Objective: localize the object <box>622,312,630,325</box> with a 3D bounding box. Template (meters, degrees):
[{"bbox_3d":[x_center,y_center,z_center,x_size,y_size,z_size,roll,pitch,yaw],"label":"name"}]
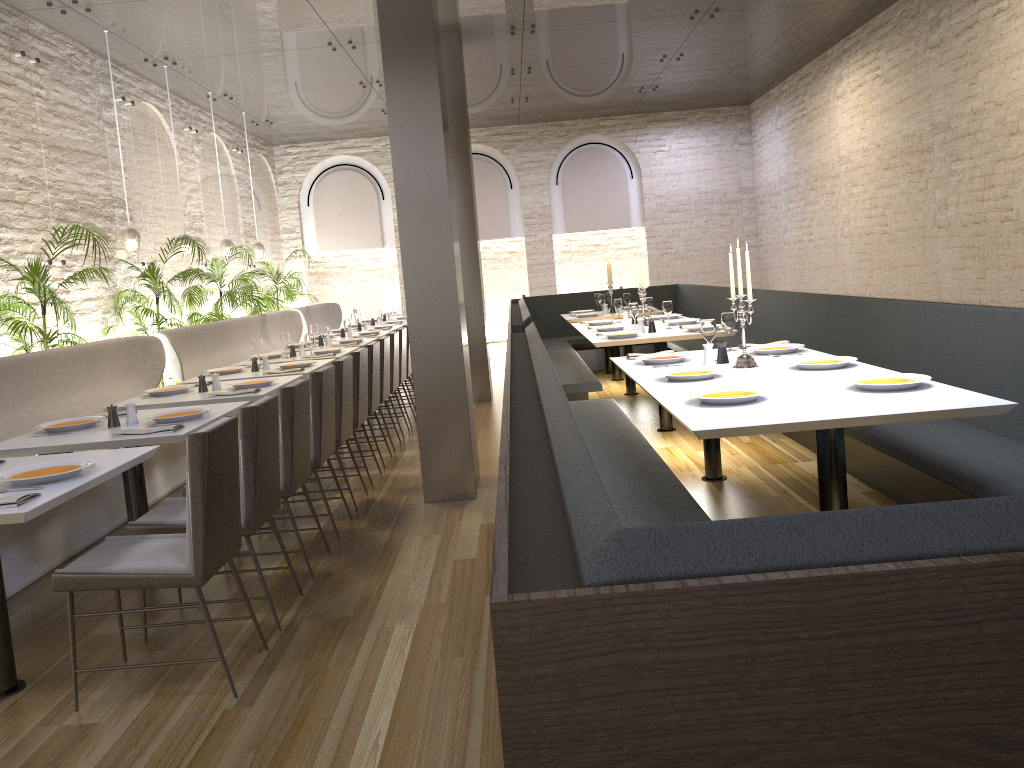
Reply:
[{"bbox_3d":[1.061,-0.610,8.269,0.069,0.126,0.069,-5,5,-6],"label":"object"}]

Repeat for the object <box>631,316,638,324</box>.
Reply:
[{"bbox_3d":[1.143,-0.617,8.265,0.069,0.126,0.069,-5,5,-6],"label":"object"}]

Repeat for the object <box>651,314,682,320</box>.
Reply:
[{"bbox_3d":[1.493,-0.647,8.602,0.322,0.036,0.323,-5,7,-4],"label":"object"}]

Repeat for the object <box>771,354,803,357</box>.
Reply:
[{"bbox_3d":[1.492,-0.160,4.824,0.181,0.015,0.038,-5,7,2],"label":"object"}]

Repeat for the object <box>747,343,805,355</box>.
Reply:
[{"bbox_3d":[1.495,-0.193,5.027,0.321,0.036,0.323,-2,8,20],"label":"object"}]

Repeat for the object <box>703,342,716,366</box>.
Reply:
[{"bbox_3d":[1.049,-0.159,4.724,0.069,0.126,0.069,-5,5,-6],"label":"object"}]

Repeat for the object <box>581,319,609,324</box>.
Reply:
[{"bbox_3d":[0.834,-0.629,8.958,0.273,0.033,0.143,-5,7,0],"label":"object"}]

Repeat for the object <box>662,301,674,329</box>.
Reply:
[{"bbox_3d":[1.300,-0.575,7.377,0.086,0.230,0.086,0,7,42],"label":"object"}]

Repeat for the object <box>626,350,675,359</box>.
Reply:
[{"bbox_3d":[0.836,-0.179,5.365,0.273,0.033,0.143,-5,7,0],"label":"object"}]

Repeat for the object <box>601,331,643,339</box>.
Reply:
[{"bbox_3d":[0.862,-0.382,6.937,0.321,0.036,0.323,-5,7,-2],"label":"object"}]

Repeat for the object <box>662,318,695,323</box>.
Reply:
[{"bbox_3d":[1.520,-0.578,8.097,0.273,0.033,0.143,-5,7,0],"label":"object"}]

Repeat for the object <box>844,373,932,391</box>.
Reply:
[{"bbox_3d":[1.496,-0.003,3.530,0.322,0.036,0.322,-8,8,-23],"label":"object"}]

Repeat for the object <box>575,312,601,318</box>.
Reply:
[{"bbox_3d":[0.860,-0.782,10.094,0.322,0.036,0.322,-8,8,-23],"label":"object"}]

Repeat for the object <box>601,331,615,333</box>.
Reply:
[{"bbox_3d":[0.854,-0.447,7.542,0.185,0.010,0.017,-5,7,0],"label":"object"}]

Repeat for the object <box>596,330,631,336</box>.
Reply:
[{"bbox_3d":[0.835,-0.416,7.281,0.273,0.033,0.143,-5,7,0],"label":"object"}]

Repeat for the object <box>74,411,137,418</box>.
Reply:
[{"bbox_3d":[-2.160,0.166,4.717,0.273,0.033,0.143,-5,7,0],"label":"object"}]

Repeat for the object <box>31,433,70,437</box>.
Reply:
[{"bbox_3d":[-2.182,0.238,4.193,0.185,0.010,0.017,-5,7,0],"label":"object"}]

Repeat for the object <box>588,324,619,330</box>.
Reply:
[{"bbox_3d":[0.835,-0.520,8.101,0.273,0.033,0.143,-5,7,0],"label":"object"}]

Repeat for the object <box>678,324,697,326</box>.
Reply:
[{"bbox_3d":[1.490,-0.507,7.560,0.181,0.015,0.038,-5,7,2],"label":"object"}]

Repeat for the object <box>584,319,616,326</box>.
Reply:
[{"bbox_3d":[0.861,-0.594,8.608,0.322,0.036,0.323,-5,7,-4],"label":"object"}]

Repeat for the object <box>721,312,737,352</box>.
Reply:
[{"bbox_3d":[1.301,-0.313,5.312,0.086,0.230,0.087,-4,5,12],"label":"object"}]

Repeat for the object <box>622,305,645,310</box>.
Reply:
[{"bbox_3d":[1.491,-0.930,10.831,0.322,0.036,0.322,-11,10,-41],"label":"object"}]

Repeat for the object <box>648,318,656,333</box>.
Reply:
[{"bbox_3d":[1.125,-0.472,7.136,0.068,0.126,0.069,-2,6,32],"label":"object"}]

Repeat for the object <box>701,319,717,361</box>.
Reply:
[{"bbox_3d":[1.090,-0.241,4.889,0.086,0.230,0.087,-4,5,12],"label":"object"}]

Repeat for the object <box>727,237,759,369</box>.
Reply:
[{"bbox_3d":[1.162,-0.412,4.487,0.131,0.654,0.392,-4,6,11],"label":"object"}]

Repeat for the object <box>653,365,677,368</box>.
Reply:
[{"bbox_3d":[0.855,-0.100,4.806,0.185,0.010,0.017,-5,7,0],"label":"object"}]

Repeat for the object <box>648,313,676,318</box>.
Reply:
[{"bbox_3d":[1.520,-0.687,8.953,0.273,0.033,0.143,-5,7,0],"label":"object"}]

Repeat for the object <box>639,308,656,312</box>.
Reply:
[{"bbox_3d":[1.492,-0.836,10.087,0.322,0.036,0.322,-8,8,-23],"label":"object"}]

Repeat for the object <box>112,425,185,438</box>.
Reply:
[{"bbox_3d":[-1.643,0.211,4.012,0.273,0.033,0.143,-5,7,0],"label":"object"}]

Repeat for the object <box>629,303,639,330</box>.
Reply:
[{"bbox_3d":[1.045,-0.577,7.563,0.086,0.230,0.087,-5,5,1],"label":"object"}]

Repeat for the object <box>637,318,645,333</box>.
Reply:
[{"bbox_3d":[1.044,-0.471,7.186,0.068,0.126,0.069,-3,6,23],"label":"object"}]

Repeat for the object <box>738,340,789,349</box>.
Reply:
[{"bbox_3d":[1.521,-0.237,5.360,0.273,0.033,0.143,-5,7,0],"label":"object"}]

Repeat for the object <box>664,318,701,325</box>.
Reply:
[{"bbox_3d":[1.493,-0.540,7.755,0.321,0.036,0.323,-2,8,20],"label":"object"}]

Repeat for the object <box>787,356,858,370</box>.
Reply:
[{"bbox_3d":[1.495,-0.097,4.270,0.322,0.036,0.322,-8,8,-23],"label":"object"}]

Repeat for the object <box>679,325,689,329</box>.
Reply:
[{"bbox_3d":[1.521,-0.474,7.276,0.273,0.033,0.143,-5,7,0],"label":"object"}]

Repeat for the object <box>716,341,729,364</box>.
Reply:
[{"bbox_3d":[1.127,-0.169,4.747,0.069,0.126,0.069,-5,5,-6],"label":"object"}]

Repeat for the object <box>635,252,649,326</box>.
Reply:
[{"bbox_3d":[1.160,-0.847,7.920,0.131,0.654,0.392,-4,6,11],"label":"object"}]

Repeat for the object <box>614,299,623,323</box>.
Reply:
[{"bbox_3d":[1.044,-0.716,8.659,0.086,0.230,0.087,-4,5,12],"label":"object"}]

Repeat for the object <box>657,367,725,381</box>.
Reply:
[{"bbox_3d":[0.863,-0.044,4.276,0.322,0.036,0.322,-8,8,-23],"label":"object"}]

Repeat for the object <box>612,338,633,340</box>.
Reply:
[{"bbox_3d":[0.854,-0.343,6.721,0.185,0.010,0.017,-5,7,0],"label":"object"}]

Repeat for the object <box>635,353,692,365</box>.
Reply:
[{"bbox_3d":[0.862,-0.140,5.034,0.321,0.036,0.323,-2,8,20],"label":"object"}]

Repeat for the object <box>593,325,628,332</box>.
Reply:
[{"bbox_3d":[0.861,-0.486,7.761,0.321,0.036,0.323,-2,8,20],"label":"object"}]

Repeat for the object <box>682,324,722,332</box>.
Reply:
[{"bbox_3d":[1.494,-0.435,6.930,0.322,0.036,0.322,-8,8,-23],"label":"object"}]

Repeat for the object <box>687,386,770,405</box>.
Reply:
[{"bbox_3d":[0.863,0.050,3.536,0.322,0.036,0.322,-8,8,-23],"label":"object"}]

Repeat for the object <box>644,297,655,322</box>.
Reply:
[{"bbox_3d":[1.300,-0.701,8.371,0.086,0.230,0.087,-4,5,12],"label":"object"}]
